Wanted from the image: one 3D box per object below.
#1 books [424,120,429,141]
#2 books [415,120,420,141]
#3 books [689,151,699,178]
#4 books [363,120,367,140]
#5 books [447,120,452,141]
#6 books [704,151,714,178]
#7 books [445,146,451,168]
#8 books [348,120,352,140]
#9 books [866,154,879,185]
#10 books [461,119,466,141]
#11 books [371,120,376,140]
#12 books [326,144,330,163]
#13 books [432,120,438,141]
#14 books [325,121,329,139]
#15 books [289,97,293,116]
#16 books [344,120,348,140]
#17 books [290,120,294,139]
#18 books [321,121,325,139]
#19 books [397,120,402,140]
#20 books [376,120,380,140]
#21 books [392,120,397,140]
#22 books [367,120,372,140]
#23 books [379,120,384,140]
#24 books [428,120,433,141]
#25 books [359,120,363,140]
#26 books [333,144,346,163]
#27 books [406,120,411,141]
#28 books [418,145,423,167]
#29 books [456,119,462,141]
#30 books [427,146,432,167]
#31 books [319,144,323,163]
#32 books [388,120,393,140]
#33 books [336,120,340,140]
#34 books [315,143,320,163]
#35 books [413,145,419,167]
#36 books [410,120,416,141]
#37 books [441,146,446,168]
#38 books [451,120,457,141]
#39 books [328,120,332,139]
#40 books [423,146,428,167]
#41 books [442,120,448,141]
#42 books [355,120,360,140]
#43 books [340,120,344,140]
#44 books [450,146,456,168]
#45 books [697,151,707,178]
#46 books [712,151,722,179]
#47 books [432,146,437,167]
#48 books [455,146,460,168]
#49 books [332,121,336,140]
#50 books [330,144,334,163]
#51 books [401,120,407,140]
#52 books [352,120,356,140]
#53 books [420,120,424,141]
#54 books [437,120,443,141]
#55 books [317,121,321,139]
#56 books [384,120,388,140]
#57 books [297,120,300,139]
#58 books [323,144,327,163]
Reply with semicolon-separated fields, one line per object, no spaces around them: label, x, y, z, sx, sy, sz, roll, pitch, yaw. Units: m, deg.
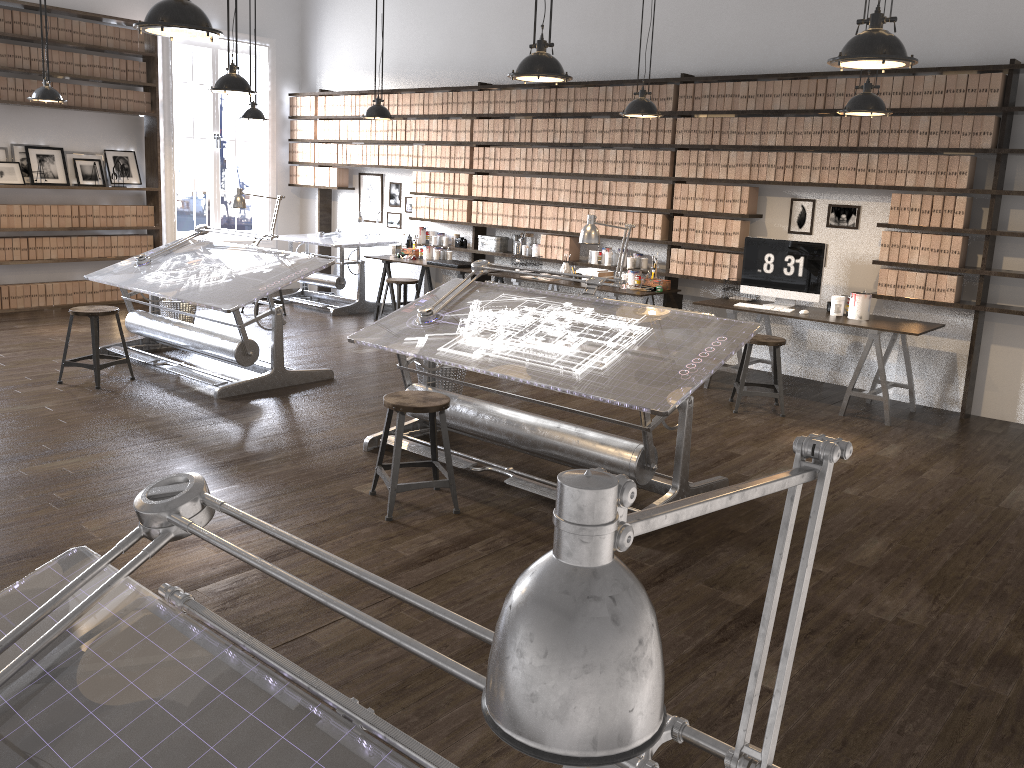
books;-0.858;-2.708;9.484;0.067;0.224;0.175;11;14;39
books;-0.960;-2.734;9.576;0.067;0.223;0.175;11;14;39
books;1.577;-1.857;7.500;0.067;0.223;0.175;11;14;39
books;-1.614;-2.891;10.115;0.067;0.223;0.175;11;14;39
books;-0.593;-2.647;9.273;0.067;0.223;0.175;11;14;39
books;1.690;-1.832;7.415;0.067;0.223;0.175;11;14;39
books;-0.619;-2.387;9.323;0.067;0.224;0.175;11;14;39
books;-1.816;-2.940;10.286;0.067;0.223;0.175;11;14;39
books;2.701;-1.588;6.571;0.067;0.223;0.175;11;14;39
books;-0.444;-2.609;9.144;0.067;0.223;0.175;11;14;39
books;-1.504;-2.865;10.026;0.067;0.223;0.175;11;14;39
books;-2.127;-2.751;10.581;0.067;0.223;0.175;11;14;39
books;-0.758;-2.685;9.404;0.067;0.223;0.175;11;14;39
books;-2.139;-3.016;10.547;0.067;0.224;0.175;11;14;39
books;-2.659;-3.420;10.938;0.067;0.224;0.175;11;14;39
books;-1.872;-2.953;10.328;0.067;0.223;0.175;11;14;39
books;-2.660;-3.149;10.986;0.067;0.223;0.175;11;14;39
books;-2.194;-3.029;10.593;0.067;0.223;0.175;11;14;39
books;-1.181;-2.788;9.760;0.067;0.223;0.175;11;14;39
books;-1.449;-2.852;9.984;0.067;0.223;0.175;11;14;39
books;-1.240;-2.801;9.806;0.067;0.223;0.175;11;14;39
books;-1.560;-2.877;10.068;0.067;0.224;0.175;11;14;39
books;-1.399;-2.839;9.937;0.067;0.223;0.175;11;14;39
books;-0.804;-2.697;9.445;0.067;0.223;0.175;11;14;39
books;-1.660;-2.903;10.156;0.067;0.223;0.175;11;14;39
books;-2.026;-2.725;10.490;0.067;0.224;0.175;11;14;39
books;-1.067;-2.760;9.666;0.067;0.223;0.175;11;14;39
books;-0.930;-2.463;9.585;0.067;0.223;0.175;11;14;39
books;-0.491;-2.621;9.185;0.067;0.223;0.175;11;14;39
books;-0.823;-2.437;9.499;0.067;0.223;0.175;11;14;39
books;-2.235;-2.776;10.668;0.067;0.223;0.175;11;14;39
books;-1.291;-2.812;9.843;0.067;0.224;0.175;11;14;39
books;-1.984;-2.979;10.420;0.067;0.224;0.175;11;14;39
books;-2.292;-2.789;10.711;0.067;0.223;0.175;11;14;39
books;-0.988;-2.475;9.629;0.067;0.223;0.175;11;14;39
books;-1.016;-2.747;9.617;0.067;0.223;0.175;11;14;39
books;-0.667;-2.400;9.369;0.067;0.223;0.175;11;14;39
books;-0.545;-2.633;9.224;0.067;0.224;0.175;11;14;39
books;-2.088;-3.005;10.510;0.067;0.223;0.175;11;14;39
books;-0.875;-2.450;9.544;0.067;0.223;0.175;11;14;39
books;-0.648;-2.659;9.316;0.067;0.223;0.175;11;14;39
books;-1.714;-2.914;10.195;0.067;0.224;0.175;11;14;39
books;-1.923;-2.966;10.376;0.067;0.223;0.175;11;14;39
books;-0.564;-2.375;9.285;0.067;0.223;0.175;11;14;39
books;1.635;-1.845;7.456;0.067;0.223;0.175;11;14;39
books;1.742;-1.819;7.370;0.067;0.223;0.175;11;14;39
books;-0.772;-2.424;9.451;0.067;0.224;0.175;11;14;39
books;-0.510;-2.362;9.240;0.067;0.223;0.175;11;14;39
books;-2.037;-2.994;10.471;0.067;0.223;0.175;11;14;39
books;-2.071;-2.737;10.533;0.067;0.223;0.175;11;14;39
books;-1.128;-2.773;9.709;0.067;0.224;0.175;11;14;39
books;-1.762;-2.927;10.242;0.067;0.223;0.175;11;14;39
books;-0.906;-2.721;9.531;0.067;0.223;0.175;11;14;39
books;-0.704;-2.671;9.357;0.067;0.224;0.175;11;14;39
books;-2.247;-3.043;10.641;0.067;0.223;0.175;11;14;39
books;-1.346;-2.825;9.888;0.067;0.223;0.175;11;14;39
books;-2.553;-3.123;10.894;0.067;0.223;0.175;11;14;39
books;-2.179;-2.764;10.627;0.067;0.223;0.175;11;14;39
